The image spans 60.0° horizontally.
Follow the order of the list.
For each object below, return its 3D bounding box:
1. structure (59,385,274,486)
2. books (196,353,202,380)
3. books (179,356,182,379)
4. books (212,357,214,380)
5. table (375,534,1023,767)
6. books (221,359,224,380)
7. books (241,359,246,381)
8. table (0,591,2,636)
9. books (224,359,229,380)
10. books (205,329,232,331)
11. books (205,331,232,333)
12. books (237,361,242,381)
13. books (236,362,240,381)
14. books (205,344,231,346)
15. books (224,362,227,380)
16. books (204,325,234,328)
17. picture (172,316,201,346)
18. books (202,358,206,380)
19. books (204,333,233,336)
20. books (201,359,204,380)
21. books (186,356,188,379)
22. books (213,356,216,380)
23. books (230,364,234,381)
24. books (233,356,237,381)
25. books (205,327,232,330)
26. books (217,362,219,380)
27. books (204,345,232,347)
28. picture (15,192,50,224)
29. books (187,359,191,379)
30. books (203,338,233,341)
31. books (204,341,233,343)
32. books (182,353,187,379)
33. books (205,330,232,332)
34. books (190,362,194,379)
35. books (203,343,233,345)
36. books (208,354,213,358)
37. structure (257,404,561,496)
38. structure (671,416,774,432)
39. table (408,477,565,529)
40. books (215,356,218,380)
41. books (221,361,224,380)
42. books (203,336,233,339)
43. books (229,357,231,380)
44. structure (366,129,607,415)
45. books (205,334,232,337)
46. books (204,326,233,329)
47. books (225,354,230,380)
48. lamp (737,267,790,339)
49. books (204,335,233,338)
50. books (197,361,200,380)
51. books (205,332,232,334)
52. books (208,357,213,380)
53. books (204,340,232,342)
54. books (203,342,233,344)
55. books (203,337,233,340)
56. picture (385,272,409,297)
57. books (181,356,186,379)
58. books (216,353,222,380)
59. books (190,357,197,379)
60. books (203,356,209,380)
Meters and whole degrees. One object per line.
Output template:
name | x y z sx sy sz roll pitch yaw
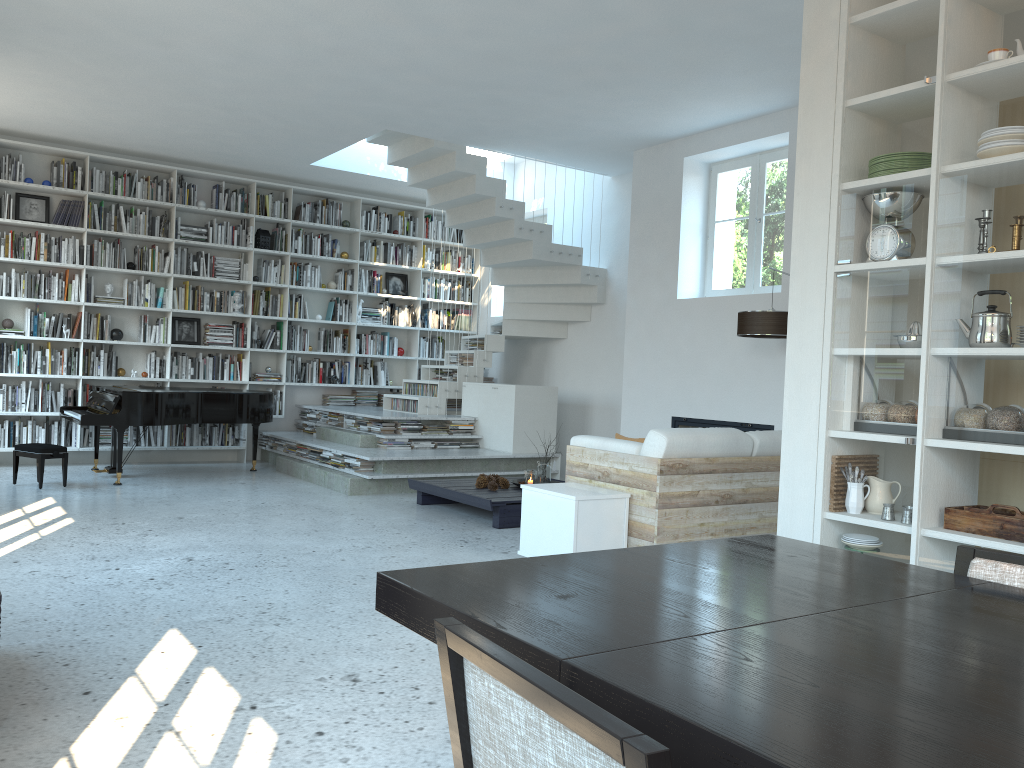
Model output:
structure | -3.201 0.466 8.532 1.918 0.833 1.334 2 1 -34
books | -3.425 -0.196 9.693 0.026 0.292 0.152 2 1 -34
books | -3.600 -0.181 9.589 0.024 0.247 0.132 2 1 -34
books | -3.315 -0.172 9.778 0.011 0.252 0.158 2 1 -34
table | 0.801 0.764 1.028 1.086 0.736 2.198 2 1 -34
books | -3.224 -0.160 9.834 0.014 0.235 0.154 2 1 -34
books | -3.028 -0.159 9.942 0.033 0.246 0.176 2 1 -34
table | -1.940 0.787 2.771 0.524 0.415 0.925 2 1 -34
books | -3.182 -0.159 9.848 0.023 0.234 0.174 2 1 -34
books | -3.243 -0.597 9.797 0.254 0.012 0.161 2 1 -37
books | -3.244 -0.572 9.797 0.254 0.012 0.161 2 1 -37
books | -3.059 -0.145 9.928 0.011 0.216 0.166 2 1 -34
books | -3.081 -0.144 9.912 0.042 0.212 0.169 2 1 -34
books | -3.252 -0.429 9.802 0.254 0.012 0.161 2 1 -32
books | -3.202 -0.144 9.835 0.023 0.204 0.167 2 1 -34
books | -3.239 -0.633 9.792 0.285 0.012 0.159 2 1 -39
picture | -3.547 -0.575 9.656 0.300 0.300 0.077 2 1 -34
books | -3.383 -0.167 9.725 0.031 0.237 0.158 2 1 -34
books | -3.243 -0.548 9.794 0.285 0.012 0.159 2 1 -29
books | -3.410 -0.160 9.716 0.025 0.220 0.140 2 1 -34
books | -3.547 -0.177 9.622 0.021 0.244 0.141 2 1 -34
books | -3.300 -0.176 9.775 0.010 0.261 0.181 2 1 -34
books | -3.138 -0.131 9.873 0.023 0.183 0.169 2 1 -34
books | -3.114 -0.175 9.901 0.026 0.272 0.175 2 1 -34
books | -3.242 -0.609 9.795 0.254 0.012 0.161 2 1 -38
books | -3.270 -0.146 9.806 0.021 0.203 0.128 2 1 -34
books | -3.250 -0.416 9.799 0.254 0.012 0.161 2 1 -38
picture | -4.749 -1.728 8.782 0.300 0.300 0.077 2 1 -34
books | -3.517 -0.162 9.617 0.023 0.217 0.174 2 1 -34
books | -3.252 -0.488 9.805 0.285 0.012 0.159 2 1 -34
books | -3.247 -0.465 9.796 0.285 0.012 0.159 2 1 -29
books | -3.550 -0.196 9.597 0.013 0.282 0.166 2 1 -34
books | -3.243 -0.584 9.795 0.254 0.012 0.161 2 1 -38
books | -3.494 -0.145 9.628 0.029 0.184 0.174 2 1 -34
books | -3.248 -0.441 9.796 0.285 0.012 0.159 2 1 -39
books | -3.328 -0.190 9.775 0.014 0.286 0.134 2 1 -34
structure | -1.002 0.645 9.661 2.900 0.659 3.111 2 1 -34
structure | 1.989 0.601 7.460 0.735 0.584 1.210 2 1 -38
table | 0.010 0.928 7.155 1.270 0.218 1.257 2 1 -34
books | -3.280 -0.177 9.779 0.028 0.264 0.161 2 1 -34
books | -3.234 -0.147 9.815 0.024 0.207 0.183 2 1 -34
books | -3.248 -0.512 9.800 0.285 0.012 0.159 2 1 -32
books | -3.165 -0.169 9.882 0.014 0.256 0.145 2 1 -34
structure | -0.601 -1.031 9.384 2.614 3.383 1.953 2 1 -34
books | -3.243 -0.536 9.795 0.254 0.012 0.161 2 1 -39
books | -3.244 -0.621 9.798 0.285 0.012 0.159 2 1 -32
books | -3.172 -0.188 9.867 0.014 0.294 0.137 2 1 -34
lamp | 2.243 0.162 6.021 1.558 1.966 0.470 3 2 42
books | -3.244 -0.524 9.794 0.285 0.012 0.159 2 1 -29
books | -3.440 -0.149 9.670 0.023 0.196 0.165 2 1 -34
books | -3.245 -0.560 9.798 0.254 0.012 0.161 2 1 -31
books | -3.332 -0.170 9.745 0.026 0.245 0.191 2 1 -34
books | -3.246 -0.477 9.796 0.254 0.012 0.161 2 1 -39
books | -3.253 -0.453 9.804 0.285 0.012 0.159 2 1 -35
books | -3.250 -0.500 9.803 0.285 0.012 0.159 2 1 -33
picture | -1.433 -1.230 11.052 0.300 0.300 0.077 2 1 -34
books | -3.569 -0.179 9.589 0.027 0.246 0.179 2 1 -34
books | -3.249 -0.192 9.806 0.012 0.297 0.177 2 1 -34
books | -3.473 -0.171 9.649 0.029 0.238 0.165 2 1 -34
books | -3.368 -0.176 9.753 0.025 0.254 0.136 2 1 -34
